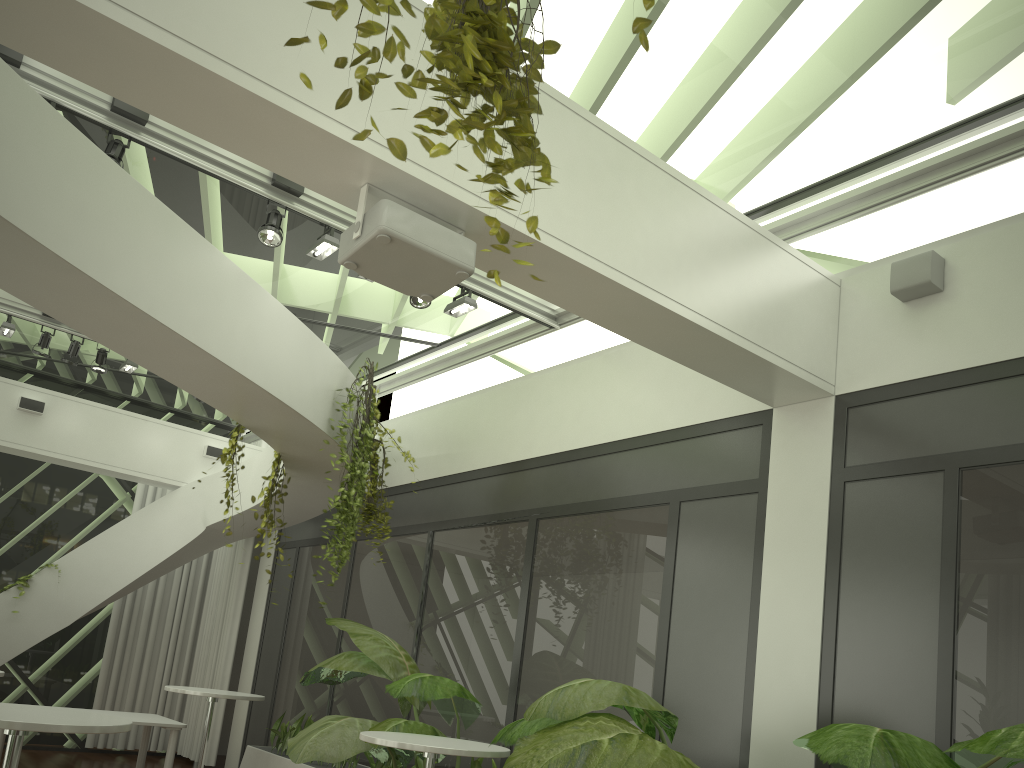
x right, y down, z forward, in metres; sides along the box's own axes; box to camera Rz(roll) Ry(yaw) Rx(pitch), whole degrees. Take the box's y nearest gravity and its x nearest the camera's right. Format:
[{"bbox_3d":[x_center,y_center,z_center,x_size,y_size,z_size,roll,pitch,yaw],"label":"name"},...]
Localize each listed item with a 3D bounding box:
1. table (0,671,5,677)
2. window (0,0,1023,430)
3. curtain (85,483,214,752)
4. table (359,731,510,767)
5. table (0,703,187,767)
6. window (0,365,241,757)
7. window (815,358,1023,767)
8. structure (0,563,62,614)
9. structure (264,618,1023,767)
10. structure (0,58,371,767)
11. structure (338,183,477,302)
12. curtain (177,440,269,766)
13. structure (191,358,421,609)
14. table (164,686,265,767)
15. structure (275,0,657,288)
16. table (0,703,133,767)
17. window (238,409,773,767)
[{"bbox_3d":[-4.345,2.626,6.448,0.856,1.062,0.886,7,-14,-1],"label":"table"},{"bbox_3d":[-0.993,-1.827,4.384,5.820,0.053,16.968,20,-23,-33],"label":"window"},{"bbox_3d":[-4.584,2.751,11.572,1.257,3.964,0.161,16,-14,-38],"label":"curtain"},{"bbox_3d":[-0.499,2.551,4.886,0.856,1.062,0.886,7,-14,-1],"label":"table"},{"bbox_3d":[-4.051,3.493,8.299,1.536,0.696,1.083,20,-21,-35],"label":"table"},{"bbox_3d":[-6.365,1.996,10.526,5.873,4.497,0.038,19,-15,-36],"label":"window"},{"bbox_3d":[3.811,0.917,1.834,0.051,3.140,7.198,15,-19,-35],"label":"window"},{"bbox_3d":[-5.736,1.892,7.176,2.036,1.615,4.943,8,-18,-4],"label":"structure"},{"bbox_3d":[0.121,2.142,4.667,1.823,1.662,9.031,18,-21,-34],"label":"structure"},{"bbox_3d":[1.472,0.011,0.144,6.027,4.088,24.831,16,-21,-28],"label":"structure"},{"bbox_3d":[-0.415,-0.554,3.461,0.473,0.267,0.393,19,-20,-35],"label":"structure"},{"bbox_3d":[-3.682,2.750,11.253,0.163,3.964,1.009,15,-13,-36],"label":"curtain"},{"bbox_3d":[-1.629,0.752,7.010,1.432,2.008,1.698,3,-15,18],"label":"structure"},{"bbox_3d":[-2.703,3.257,7.699,0.856,1.062,0.886,7,-14,-1],"label":"table"},{"bbox_3d":[-0.087,-1.090,1.356,4.613,2.247,1.500,2,-14,16],"label":"structure"},{"bbox_3d":[-2.141,1.920,3.635,0.856,1.062,0.886,7,-14,-1],"label":"table"},{"bbox_3d":[-0.819,2.400,7.743,0.051,3.140,7.289,15,-19,-35],"label":"window"}]
